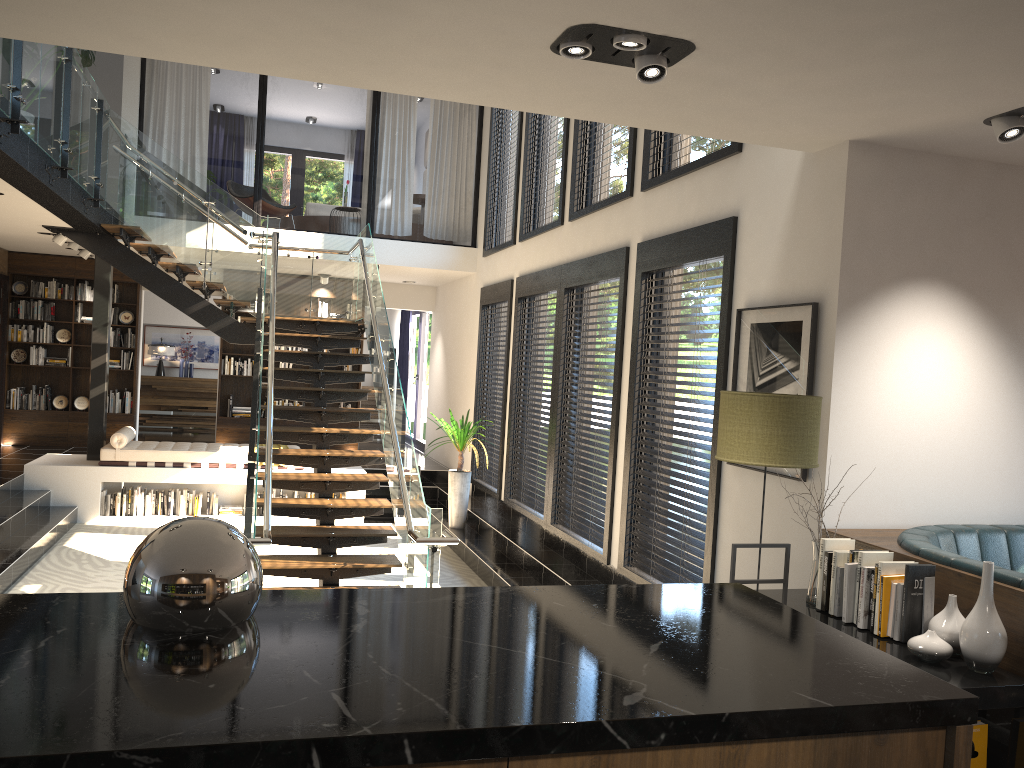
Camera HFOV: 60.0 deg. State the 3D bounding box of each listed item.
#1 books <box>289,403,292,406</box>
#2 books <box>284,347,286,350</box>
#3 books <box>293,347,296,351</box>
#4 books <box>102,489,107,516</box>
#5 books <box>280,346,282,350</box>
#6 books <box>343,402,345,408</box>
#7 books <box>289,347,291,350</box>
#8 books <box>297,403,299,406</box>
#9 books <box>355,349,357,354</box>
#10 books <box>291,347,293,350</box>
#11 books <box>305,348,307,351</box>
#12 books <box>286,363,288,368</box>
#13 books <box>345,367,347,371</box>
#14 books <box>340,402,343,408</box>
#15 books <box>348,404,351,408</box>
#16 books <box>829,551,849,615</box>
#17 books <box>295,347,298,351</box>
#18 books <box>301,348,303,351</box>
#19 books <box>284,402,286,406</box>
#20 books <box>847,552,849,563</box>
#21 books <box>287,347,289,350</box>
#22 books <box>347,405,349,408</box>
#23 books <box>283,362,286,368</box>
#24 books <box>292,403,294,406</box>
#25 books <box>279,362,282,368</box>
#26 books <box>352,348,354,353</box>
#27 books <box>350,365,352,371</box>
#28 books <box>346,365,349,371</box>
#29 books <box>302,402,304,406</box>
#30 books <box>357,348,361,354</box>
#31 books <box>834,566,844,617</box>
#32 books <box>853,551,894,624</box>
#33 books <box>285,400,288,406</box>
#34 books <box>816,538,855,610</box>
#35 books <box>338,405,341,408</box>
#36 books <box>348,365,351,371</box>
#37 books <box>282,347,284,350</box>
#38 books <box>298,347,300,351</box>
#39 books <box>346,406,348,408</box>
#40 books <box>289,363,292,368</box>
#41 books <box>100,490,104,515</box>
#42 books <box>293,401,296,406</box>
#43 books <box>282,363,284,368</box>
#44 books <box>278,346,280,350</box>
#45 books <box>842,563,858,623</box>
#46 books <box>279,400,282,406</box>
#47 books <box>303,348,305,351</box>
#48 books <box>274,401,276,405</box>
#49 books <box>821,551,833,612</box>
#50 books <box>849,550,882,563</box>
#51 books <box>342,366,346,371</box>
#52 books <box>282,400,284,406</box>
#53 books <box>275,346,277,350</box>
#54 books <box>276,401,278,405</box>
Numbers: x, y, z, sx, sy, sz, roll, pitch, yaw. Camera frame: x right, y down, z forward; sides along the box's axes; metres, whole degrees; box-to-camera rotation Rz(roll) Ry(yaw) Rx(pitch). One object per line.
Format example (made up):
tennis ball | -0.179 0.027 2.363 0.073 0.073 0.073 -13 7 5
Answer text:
books | -3.372 0.411 13.474 0.034 0.255 0.194 3 2 -16
books | -3.447 -0.517 13.437 0.026 0.201 0.146 3 2 -16
books | -3.316 -0.495 13.472 0.047 0.171 0.167 3 2 -16
books | -4.690 1.362 10.218 0.024 0.286 0.130 3 2 -16
books | -3.493 -0.538 13.407 0.027 0.239 0.153 3 2 -16
books | -2.611 0.422 13.695 0.027 0.311 0.148 3 2 -16
books | -3.364 -0.527 13.432 0.028 0.231 0.167 3 2 -16
books | -3.262 0.419 13.495 0.028 0.250 0.161 3 2 -16
books | -2.422 -0.456 13.733 0.023 0.189 0.197 3 2 -16
books | -3.348 -0.499 13.460 0.021 0.176 0.161 3 2 -16
books | -3.140 -0.510 13.527 0.046 0.219 0.145 3 2 -16
books | -3.411 -0.218 13.413 0.036 0.244 0.194 3 2 -16
books | -2.570 -0.160 13.686 0.025 0.212 0.167 3 2 -16
books | -2.637 0.414 13.685 0.030 0.326 0.194 3 2 -16
books | -2.520 0.446 13.714 0.025 0.274 0.204 3 2 -16
books | 1.468 0.868 3.877 0.160 0.276 0.030 3 2 -16
books | -3.272 -0.540 13.473 0.032 0.265 0.149 3 2 -16
books | -3.204 -0.509 13.526 0.030 0.208 0.119 3 2 -16
books | -3.449 0.407 13.437 0.025 0.255 0.202 3 2 -16
books | 1.505 0.869 3.830 0.141 0.280 0.031 3 2 -16
books | -3.395 -0.536 13.435 0.030 0.244 0.142 3 2 -16
books | -2.545 0.454 13.715 0.023 0.254 0.191 3 2 -16
books | -3.449 -0.221 13.428 0.030 0.245 0.166 3 2 -16
books | -3.343 0.415 13.485 0.029 0.250 0.142 3 2 -16
books | -3.500 -0.243 13.416 0.030 0.284 0.176 3 2 -16
books | -2.471 -0.484 13.730 0.028 0.240 0.187 3 2 -16
books | -2.502 -0.175 13.715 0.022 0.247 0.132 3 2 -16
books | -2.548 -0.177 13.700 0.023 0.246 0.147 3 2 -16
books | -3.195 0.394 13.544 0.022 0.307 0.131 3 2 -16
books | -2.386 -0.457 13.745 0.051 0.194 0.192 3 2 -16
books | 1.486 0.900 3.855 0.170 0.215 0.025 3 2 -16
books | 1.524 0.859 3.743 0.155 0.306 0.032 3 2 -16
books | -3.426 0.383 13.463 0.032 0.306 0.155 3 2 -16
books | 1.443 0.847 3.959 0.160 0.312 0.035 3 2 -16
books | -2.665 0.452 13.677 0.026 0.247 0.149 3 2 -16
books | -2.519 -0.177 13.686 0.026 0.251 0.178 3 2 -16
books | -3.465 -0.546 13.408 0.028 0.258 0.208 3 2 -16
books | -3.245 -0.495 13.476 0.027 0.179 0.163 3 2 -16
books | -2.569 0.463 13.717 0.022 0.234 0.178 3 2 -16
books | -3.369 -0.225 13.458 0.067 0.261 0.159 3 2 -16
books | -4.719 1.368 10.226 0.025 0.270 0.156 3 2 -16
books | -3.313 0.402 13.486 0.028 0.280 0.154 3 2 -16
books | -3.467 -0.208 13.390 0.023 0.218 0.195 3 2 -16
books | -3.517 -0.534 13.391 0.027 0.228 0.208 3 2 -16
books | 1.497 0.883 3.766 0.202 0.255 0.025 3 2 -16
books | -3.513 0.391 13.445 0.031 0.280 0.141 3 2 -16
books | -3.173 -0.512 13.515 0.024 0.220 0.148 3 2 -16
books | -3.594 0.389 13.425 0.025 0.274 0.150 3 2 -16
books | 1.460 0.874 3.932 0.173 0.262 0.030 3 2 -16
books | 1.513 0.861 3.799 0.169 0.298 0.032 3 2 -16
books | -2.592 -0.177 13.667 0.030 0.244 0.176 3 2 -16
books | -3.482 0.384 13.452 0.032 0.298 0.169 3 2 -16
books | -3.573 -0.504 13.398 0.027 0.162 0.125 3 2 -16
books | -3.560 0.391 13.408 0.030 0.276 0.160 3 2 -16
